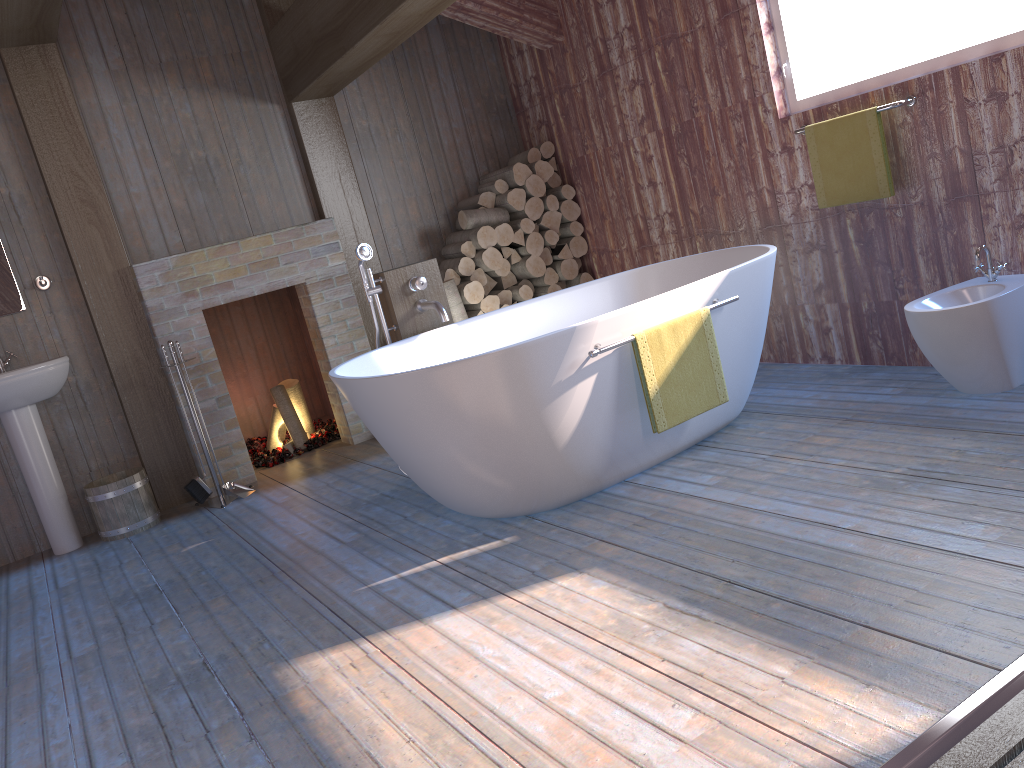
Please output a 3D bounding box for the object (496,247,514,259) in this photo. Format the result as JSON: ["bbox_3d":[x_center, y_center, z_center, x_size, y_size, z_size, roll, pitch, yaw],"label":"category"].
[{"bbox_3d":[-0.089,-0.817,5.555,0.088,0.092,0.280,-20,12,-26],"label":"object"}]

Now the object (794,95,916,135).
[{"bbox_3d":[1.391,-1.102,3.679,0.091,0.043,0.581,-20,12,-27],"label":"object"}]

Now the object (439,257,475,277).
[{"bbox_3d":[-0.340,-0.709,5.410,0.115,0.123,0.291,-20,12,-26],"label":"object"}]

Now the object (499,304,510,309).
[{"bbox_3d":[-0.143,-0.438,5.536,0.098,0.100,0.437,-21,12,-29],"label":"object"}]

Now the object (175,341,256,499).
[{"bbox_3d":[-1.582,0.187,4.607,0.206,0.871,0.126,-12,11,15],"label":"object"}]

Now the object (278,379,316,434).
[{"bbox_3d":[-1.379,0.188,5.709,0.140,0.459,0.266,-17,11,-10],"label":"object"}]

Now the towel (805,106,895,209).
[{"bbox_3d":[1.401,-0.933,3.697,0.032,0.361,0.370,-20,12,-27],"label":"towel"}]

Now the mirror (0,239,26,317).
[{"bbox_3d":[-2.767,-0.891,4.324,0.350,1.199,0.009,-20,12,-27],"label":"mirror"}]

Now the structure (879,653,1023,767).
[{"bbox_3d":[1.075,0.620,1.184,1.000,0.067,1.000,-20,12,-28],"label":"structure"}]

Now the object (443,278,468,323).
[{"bbox_3d":[-0.345,-0.467,5.229,0.147,0.298,0.109,-20,11,-25],"label":"object"}]

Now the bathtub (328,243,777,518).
[{"bbox_3d":[0.239,-0.213,3.592,1.935,1.109,1.460,-16,10,-6],"label":"bathtub"}]

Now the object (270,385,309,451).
[{"bbox_3d":[-1.361,0.215,5.459,0.098,0.434,0.283,-21,12,-29],"label":"object"}]

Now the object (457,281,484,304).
[{"bbox_3d":[-0.331,-0.553,5.430,0.138,0.147,0.440,-20,12,-27],"label":"object"}]

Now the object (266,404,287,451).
[{"bbox_3d":[-1.474,0.280,5.587,0.221,0.306,0.121,-15,10,0],"label":"object"}]

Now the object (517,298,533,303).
[{"bbox_3d":[0.027,-0.484,5.639,0.111,0.113,0.301,-21,12,-29],"label":"object"}]

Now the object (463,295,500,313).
[{"bbox_3d":[-0.238,-0.477,5.504,0.139,0.148,0.458,-20,12,-27],"label":"object"}]

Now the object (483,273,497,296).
[{"bbox_3d":[-0.223,-0.627,5.599,0.128,0.150,0.323,-20,12,-27],"label":"object"}]

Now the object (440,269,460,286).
[{"bbox_3d":[-0.439,-0.636,5.413,0.114,0.113,0.301,-21,12,-29],"label":"object"}]

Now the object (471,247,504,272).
[{"bbox_3d":[-0.227,-0.753,5.478,0.141,0.143,0.437,-21,12,-29],"label":"object"}]

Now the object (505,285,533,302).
[{"bbox_3d":[-0.028,-0.563,5.600,0.098,0.100,0.437,-21,12,-29],"label":"object"}]

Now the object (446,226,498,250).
[{"bbox_3d":[-0.254,-0.887,5.464,0.135,0.145,0.439,-20,12,-27],"label":"object"}]

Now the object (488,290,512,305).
[{"bbox_3d":[-0.115,-0.528,5.557,0.114,0.120,0.303,-20,12,-26],"label":"object"}]

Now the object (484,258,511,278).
[{"bbox_3d":[-0.129,-0.721,5.533,0.115,0.123,0.291,-20,12,-26],"label":"object"}]

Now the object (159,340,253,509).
[{"bbox_3d":[-1.677,0.206,4.628,0.276,0.888,0.333,-12,11,14],"label":"object"}]

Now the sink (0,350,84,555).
[{"bbox_3d":[-2.365,0.306,4.360,0.582,1.143,0.475,-20,12,-28],"label":"sink"}]

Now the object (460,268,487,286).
[{"bbox_3d":[-0.278,-0.643,5.467,0.111,0.113,0.301,-20,12,-28],"label":"object"}]

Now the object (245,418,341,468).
[{"bbox_3d":[-1.465,0.370,5.773,0.935,0.085,0.829,-5,14,44],"label":"object"}]

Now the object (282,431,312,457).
[{"bbox_3d":[-1.331,0.373,5.493,0.085,0.084,0.278,-11,11,18],"label":"object"}]

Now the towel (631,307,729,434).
[{"bbox_3d":[0.602,-0.053,3.146,0.370,0.361,0.032,-21,12,-31],"label":"towel"}]

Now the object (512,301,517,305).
[{"bbox_3d":[-0.068,-0.465,5.585,0.086,0.089,0.279,-21,12,-29],"label":"object"}]

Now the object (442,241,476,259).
[{"bbox_3d":[-0.325,-0.812,5.432,0.106,0.112,0.282,-20,12,-26],"label":"object"}]

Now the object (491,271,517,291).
[{"bbox_3d":[-0.096,-0.659,5.672,0.104,0.127,0.321,-20,12,-27],"label":"object"}]

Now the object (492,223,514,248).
[{"bbox_3d":[-0.155,-0.909,5.519,0.138,0.147,0.440,-20,12,-27],"label":"object"}]

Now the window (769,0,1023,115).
[{"bbox_3d":[1.520,-1.488,3.480,0.054,0.587,1.255,-20,12,-26],"label":"window"}]

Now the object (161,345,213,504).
[{"bbox_3d":[-1.713,0.220,4.549,0.062,0.846,0.136,-5,14,43],"label":"object"}]

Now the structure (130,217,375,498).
[{"bbox_3d":[-1.385,-0.164,5.054,1.130,1.330,0.226,-20,12,-27],"label":"structure"}]

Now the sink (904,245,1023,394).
[{"bbox_3d":[1.689,-0.224,3.248,0.515,0.517,0.335,-20,12,-26],"label":"sink"}]

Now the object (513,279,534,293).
[{"bbox_3d":[0.014,-0.610,5.736,0.116,0.118,0.289,-21,12,-29],"label":"object"}]

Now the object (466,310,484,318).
[{"bbox_3d":[-0.320,-0.350,5.472,0.155,0.174,0.483,-21,12,-29],"label":"object"}]
